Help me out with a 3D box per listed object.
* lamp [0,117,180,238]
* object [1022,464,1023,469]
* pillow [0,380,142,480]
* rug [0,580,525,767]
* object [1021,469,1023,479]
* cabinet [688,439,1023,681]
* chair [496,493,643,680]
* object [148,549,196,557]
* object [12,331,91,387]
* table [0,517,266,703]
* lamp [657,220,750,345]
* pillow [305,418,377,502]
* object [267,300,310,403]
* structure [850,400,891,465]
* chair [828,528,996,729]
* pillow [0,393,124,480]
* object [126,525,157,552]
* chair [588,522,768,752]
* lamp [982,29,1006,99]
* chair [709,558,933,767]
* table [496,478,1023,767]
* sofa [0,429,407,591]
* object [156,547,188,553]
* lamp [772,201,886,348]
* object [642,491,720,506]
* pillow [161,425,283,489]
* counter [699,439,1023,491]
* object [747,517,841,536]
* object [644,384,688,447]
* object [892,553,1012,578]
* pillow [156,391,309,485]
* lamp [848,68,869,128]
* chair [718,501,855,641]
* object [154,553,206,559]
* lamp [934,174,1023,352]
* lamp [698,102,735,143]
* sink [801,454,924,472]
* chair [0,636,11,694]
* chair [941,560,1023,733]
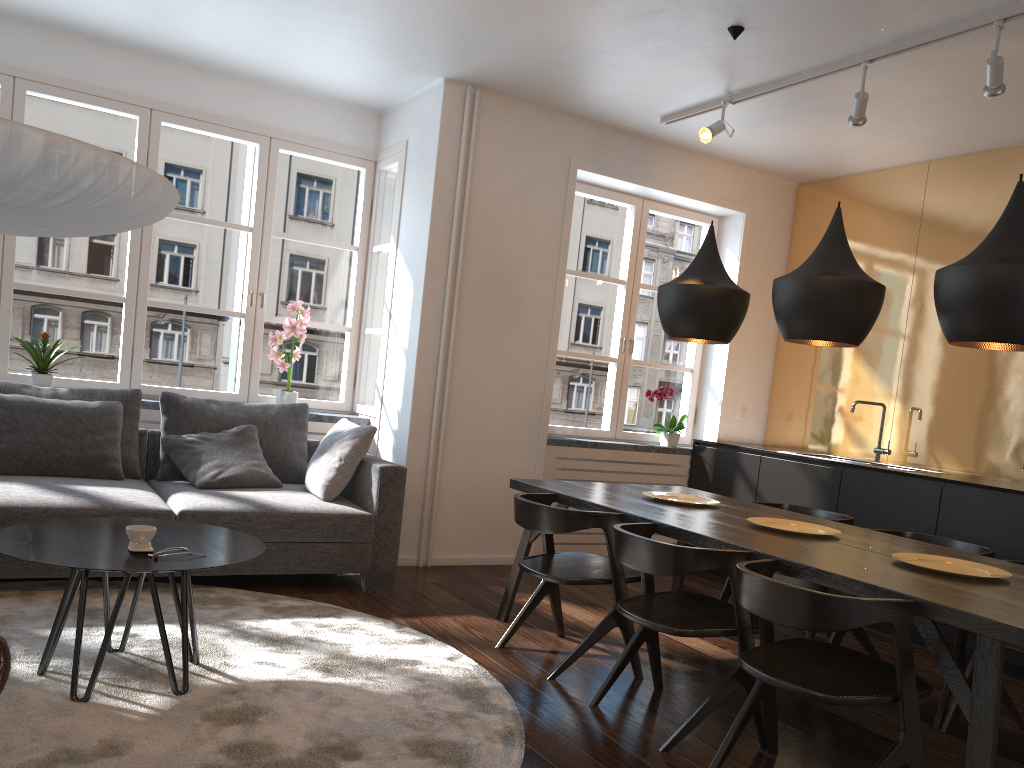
[{"bbox_3d":[-1.804,-0.623,2.703,1.469,0.211,1.466,6,0,6],"label":"lamp"},{"bbox_3d":[2.615,0.441,4.320,0.238,0.174,0.178,8,2,44],"label":"object"},{"bbox_3d":[-2.328,0.228,4.489,0.841,0.477,0.275,6,3,-30],"label":"pillow"},{"bbox_3d":[-1.373,0.981,2.832,2.822,0.012,2.844,6,0,40],"label":"rug"},{"bbox_3d":[2.617,0.480,4.339,0.218,0.097,0.218,6,1,17],"label":"object"},{"bbox_3d":[2.790,1.001,4.216,0.734,0.903,5.034,5,1,-30],"label":"cabinet"},{"bbox_3d":[0.246,0.827,3.700,0.521,0.674,0.589,5,3,-32],"label":"chair"},{"bbox_3d":[-1.078,0.534,2.804,0.025,0.016,0.164,7,0,35],"label":"object"},{"bbox_3d":[-2.533,-0.121,4.842,0.321,0.330,0.377,8,2,35],"label":"object"},{"bbox_3d":[-1.284,0.757,2.963,0.849,0.474,0.842,6,1,-28],"label":"table"},{"bbox_3d":[0.870,-0.463,3.986,0.410,0.543,0.409,6,3,3],"label":"lamp"},{"bbox_3d":[-0.960,0.398,4.756,0.287,0.416,0.491,5,2,-31],"label":"pillow"},{"bbox_3d":[-1.392,-0.177,5.503,0.296,0.694,0.201,9,5,38],"label":"object"},{"bbox_3d":[2.225,0.303,5.485,0.266,0.387,0.109,5,4,-15],"label":"structure"},{"bbox_3d":[1.679,0.984,3.701,0.521,0.674,0.589,5,3,-32],"label":"chair"},{"bbox_3d":[-2.271,0.260,4.361,0.668,0.399,0.290,6,3,-30],"label":"pillow"},{"bbox_3d":[-1.183,0.495,2.811,0.091,0.069,0.138,6,1,-18],"label":"object"},{"bbox_3d":[0.591,0.864,3.117,0.521,0.674,0.589,5,3,-30],"label":"chair"},{"bbox_3d":[1.959,-1.298,3.561,0.085,0.241,0.251,8,3,26],"label":"lamp"},{"bbox_3d":[0.896,0.898,2.591,0.521,0.674,0.589,5,3,-32],"label":"chair"},{"bbox_3d":[1.045,0.910,3.473,1.109,0.682,2.486,6,1,-30],"label":"table"},{"bbox_3d":[-1.881,0.594,3.787,3.076,0.674,2.028,6,0,-30],"label":"sofa"},{"bbox_3d":[-1.099,0.534,2.858,0.026,0.010,0.124,7,0,26],"label":"object"},{"bbox_3d":[1.218,-0.425,3.387,0.409,0.543,0.411,8,3,36],"label":"lamp"},{"bbox_3d":[0.774,0.529,4.054,0.357,0.017,0.354,6,0,-27],"label":"object"},{"bbox_3d":[-1.527,0.377,4.680,0.441,0.322,0.493,8,2,41],"label":"pillow"},{"bbox_3d":[2.839,0.554,4.183,0.734,0.002,5.031,6,0,-30],"label":"counter"},{"bbox_3d":[1.107,0.565,3.480,0.354,0.017,0.356,6,0,41],"label":"object"},{"bbox_3d":[1.077,0.216,6.136,0.228,0.439,0.406,9,3,36],"label":"object"},{"bbox_3d":[1.440,0.601,2.907,0.357,0.017,0.354,6,0,-27],"label":"object"},{"bbox_3d":[-1.536,0.317,4.943,0.839,0.479,0.273,6,3,-30],"label":"pillow"},{"bbox_3d":[1.633,-1.335,4.106,0.085,0.240,0.251,7,2,11],"label":"lamp"},{"bbox_3d":[1.349,0.948,4.326,0.521,0.674,0.589,4,3,-34],"label":"chair"},{"bbox_3d":[-1.042,0.538,2.781,0.168,0.015,0.014,6,2,-43],"label":"object"},{"bbox_3d":[1.566,-0.388,2.787,0.410,0.543,0.410,7,3,17],"label":"lamp"},{"bbox_3d":[1.099,-1.392,4.742,0.251,0.241,0.084,4,4,-43],"label":"lamp"},{"bbox_3d":[2.740,0.521,4.274,0.483,0.245,3.395,6,0,-32],"label":"sink"},{"bbox_3d":[-1.514,0.602,1.756,0.718,0.712,0.683,6,2,2],"label":"chair"},{"bbox_3d":[1.982,1.017,3.179,0.521,0.674,0.589,5,3,-31],"label":"chair"}]
